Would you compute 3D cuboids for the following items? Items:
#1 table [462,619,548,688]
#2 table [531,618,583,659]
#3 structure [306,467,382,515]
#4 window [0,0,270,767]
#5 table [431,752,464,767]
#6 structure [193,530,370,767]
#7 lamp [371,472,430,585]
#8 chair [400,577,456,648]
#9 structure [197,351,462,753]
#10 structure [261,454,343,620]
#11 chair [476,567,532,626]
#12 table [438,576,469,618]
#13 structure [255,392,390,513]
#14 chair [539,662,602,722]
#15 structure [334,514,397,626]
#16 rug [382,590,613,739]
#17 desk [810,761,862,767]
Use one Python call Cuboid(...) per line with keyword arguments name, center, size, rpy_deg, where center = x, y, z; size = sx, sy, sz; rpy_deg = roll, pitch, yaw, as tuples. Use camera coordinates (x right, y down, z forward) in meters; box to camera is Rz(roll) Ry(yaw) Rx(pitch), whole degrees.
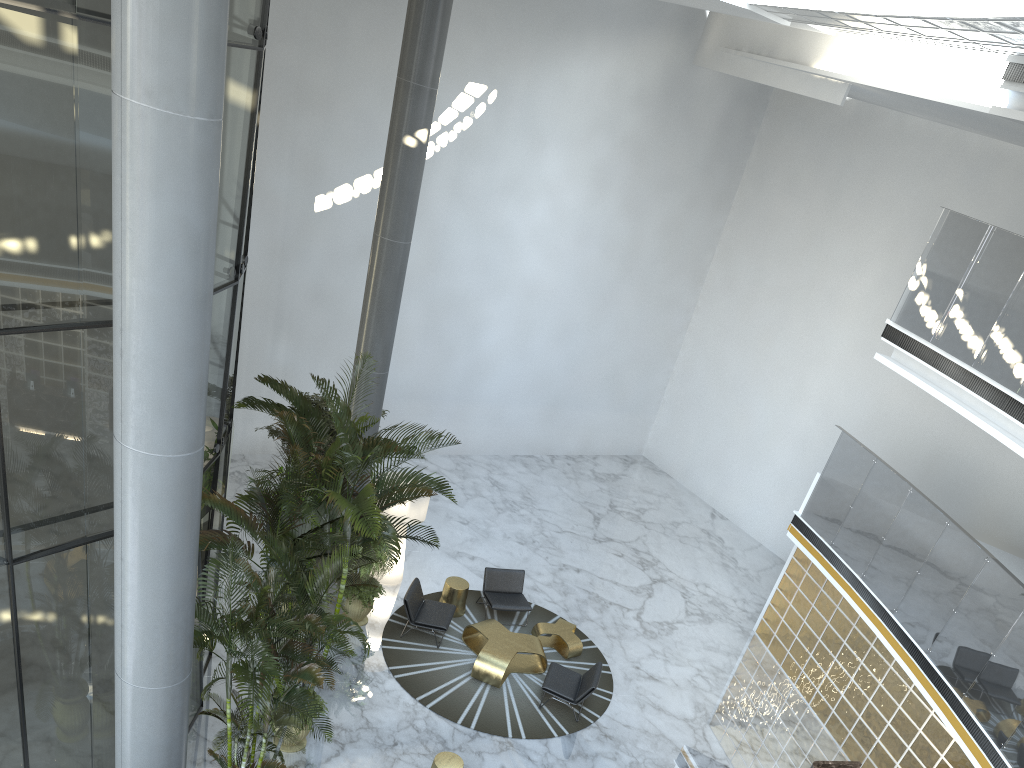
Cuboid(name="table", center=(-0.162, 3.945, 12.515), size=(1.343, 0.447, 1.091), rpy_deg=(22, 22, 9))
Cuboid(name="table", center=(0.769, 3.983, 13.413), size=(0.865, 0.304, 0.671), rpy_deg=(-2, 30, -42))
Cuboid(name="structure", center=(-2.581, 1.905, 13.635), size=(1.403, 1.885, 1.140), rpy_deg=(1, 30, -28))
Cuboid(name="window", center=(-5.915, 0.348, 4.903), size=(4.062, 8.912, 14.363), rpy_deg=(25, 24, 19))
Cuboid(name="table", center=(-0.795, 4.648, 10.135), size=(0.433, 0.553, 0.406), rpy_deg=(21, 26, 10))
Cuboid(name="structure", center=(-2.336, 3.059, 7.799), size=(1.653, 4.140, 1.828), rpy_deg=(16, 27, 2))
Cuboid(name="lamp", center=(-1.825, 2.301, 13.327), size=(0.858, 1.855, 0.732), rpy_deg=(4, 29, -20))
Cuboid(name="chair", center=(-1.239, 3.373, 12.623), size=(0.731, 0.747, 0.648), rpy_deg=(17, 25, 0))
Cuboid(name="structure", center=(-2.019, 2.084, 9.064), size=(2.459, 5.170, 2.248), rpy_deg=(14, 27, -2))
Cuboid(name="structure", center=(-2.795, 2.067, 11.475), size=(1.158, 3.011, 0.924), rpy_deg=(10, 28, -9))
Cuboid(name="chair", center=(-0.101, 3.378, 13.576), size=(0.741, 0.747, 0.637), rpy_deg=(6, 27, -22))
Cuboid(name="table", center=(-0.900, 3.305, 13.345), size=(0.442, 0.559, 0.426), rpy_deg=(24, 27, 15))
Cuboid(name="structure", center=(-2.970, 1.255, 13.944), size=(1.622, 2.590, 2.152), rpy_deg=(34, 30, 32))
Cuboid(name="chair", center=(0.820, 4.262, 12.136), size=(0.723, 0.747, 0.655), rpy_deg=(19, 25, 5))
Cuboid(name="structure", center=(-2.139, 2.612, 12.127), size=(0.985, 1.965, 0.818), rpy_deg=(15, 27, -1))
Cuboid(name="rug", center=(-0.170, 4.084, 12.820), size=(3.309, 0.021, 3.428), rpy_deg=(29, 23, 26))
Cuboid(name="desk", center=(5.044, 6.180, 10.906), size=(1.631, 0.793, 2.765), rpy_deg=(9, 23, -20))
